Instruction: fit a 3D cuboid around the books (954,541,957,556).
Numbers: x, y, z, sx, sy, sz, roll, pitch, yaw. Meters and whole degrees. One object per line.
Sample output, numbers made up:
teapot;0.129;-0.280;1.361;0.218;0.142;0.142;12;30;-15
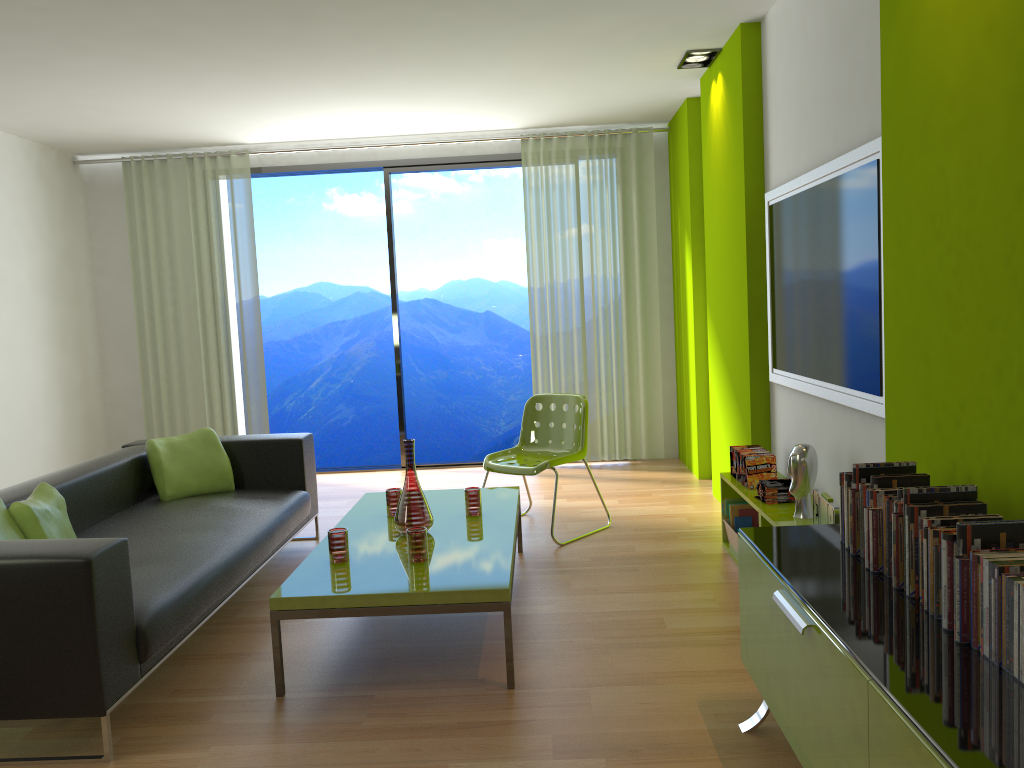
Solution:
books;0.963;0.409;1.770;0.159;0.196;0.016;-3;5;2

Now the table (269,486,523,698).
table;-0.380;0.798;3.815;0.810;0.349;1.682;-3;5;2

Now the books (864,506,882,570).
books;0.975;0.385;2.214;0.185;0.162;0.025;-3;5;2

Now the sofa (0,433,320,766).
sofa;-1.638;0.714;3.860;1.061;0.639;2.583;-3;5;2

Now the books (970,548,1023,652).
books;0.960;0.415;1.693;0.161;0.196;0.038;-3;5;2

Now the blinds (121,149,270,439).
blinds;-2.480;-0.523;7.031;1.012;2.568;0.067;-3;5;2

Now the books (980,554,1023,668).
books;0.951;0.420;1.636;0.140;0.197;0.069;-3;5;2

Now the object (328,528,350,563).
object;-0.661;0.617;3.384;0.076;0.122;0.075;1;6;36

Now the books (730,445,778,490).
books;1.171;0.401;4.295;0.147;0.150;0.370;-3;5;2

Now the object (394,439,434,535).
object;-0.422;0.433;3.739;0.168;0.400;0.168;-4;5;-12

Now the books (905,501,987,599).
books;0.976;0.377;1.997;0.172;0.217;0.031;-3;5;2

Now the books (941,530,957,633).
books;0.958;0.400;1.795;0.170;0.209;0.036;-3;5;2

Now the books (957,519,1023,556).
books;0.961;0.389;1.750;0.161;0.239;0.020;-3;5;2

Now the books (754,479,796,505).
books;1.161;0.470;3.892;0.164;0.078;0.172;-3;5;0

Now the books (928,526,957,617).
books;0.965;0.399;1.878;0.161;0.196;0.030;-3;5;2

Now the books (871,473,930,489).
books;0.996;0.346;2.277;0.144;0.227;0.025;-3;5;2

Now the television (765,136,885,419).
television;1.266;-0.412;3.670;0.028;0.941;1.537;-3;5;2

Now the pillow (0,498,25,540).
pillow;-1.822;0.585;3.060;0.210;0.403;0.457;-4;5;-12

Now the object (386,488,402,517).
object;-0.544;0.548;4.106;0.076;0.122;0.075;1;6;36

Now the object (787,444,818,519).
object;1.174;0.392;3.564;0.107;0.305;0.107;-6;6;-32

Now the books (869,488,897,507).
books;0.986;0.363;2.236;0.163;0.201;0.025;-3;5;2

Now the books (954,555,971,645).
books;0.953;0.422;1.728;0.178;0.177;0.030;-3;5;2

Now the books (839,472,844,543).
books;0.992;0.343;2.461;0.163;0.201;0.025;-3;5;2

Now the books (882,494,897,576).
books;0.985;0.369;2.158;0.163;0.204;0.025;-3;5;2

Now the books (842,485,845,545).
books;0.992;0.361;2.441;0.163;0.171;0.017;-3;5;2

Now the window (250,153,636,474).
window;-0.724;-0.542;7.204;3.336;2.498;0.219;-3;5;2

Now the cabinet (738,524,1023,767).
cabinet;0.880;0.868;1.011;0.547;0.593;3.384;-3;5;2

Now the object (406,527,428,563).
object;-0.356;0.606;3.337;0.076;0.122;0.075;-6;6;-32

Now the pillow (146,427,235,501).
pillow;-1.718;0.432;4.712;0.399;0.362;0.269;-7;6;-39

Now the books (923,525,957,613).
books;0.966;0.400;1.903;0.161;0.191;0.021;-3;5;2

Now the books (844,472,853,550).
books;0.985;0.343;2.392;0.172;0.215;0.030;-3;5;2

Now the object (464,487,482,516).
object;-0.177;0.536;4.038;0.076;0.122;0.075;1;6;36

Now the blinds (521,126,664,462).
blinds;0.634;-0.668;6.929;1.012;2.568;0.067;-3;5;2

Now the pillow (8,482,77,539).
pillow;-1.823;0.566;3.453;0.164;0.317;0.380;-4;5;-14

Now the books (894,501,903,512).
books;0.983;0.376;2.086;0.163;0.204;0.033;-3;5;2

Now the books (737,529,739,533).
books;1.180;0.733;4.280;0.143;0.025;0.182;-3;5;2

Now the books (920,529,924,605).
books;0.980;0.403;1.950;0.163;0.173;0.017;-3;5;2

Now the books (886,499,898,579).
books;0.985;0.374;2.136;0.163;0.198;0.018;-3;5;2

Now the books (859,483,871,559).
books;0.988;0.357;2.307;0.163;0.201;0.032;-3;5;2

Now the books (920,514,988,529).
books;0.986;0.391;1.970;0.151;0.193;0.025;-3;5;2

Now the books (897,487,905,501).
books;0.993;0.360;2.113;0.144;0.229;0.025;-3;5;2

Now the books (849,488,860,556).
books;0.981;0.364;2.336;0.180;0.183;0.025;-3;5;2

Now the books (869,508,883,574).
books;0.976;0.387;2.185;0.185;0.164;0.025;-3;5;2

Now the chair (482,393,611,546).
chair;0.149;0.458;5.058;0.640;0.759;0.546;1;6;40

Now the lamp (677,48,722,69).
lamp;1.061;-1.911;5.047;0.192;0.131;0.352;-3;5;2

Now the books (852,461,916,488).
books;0.988;0.331;2.354;0.163;0.246;0.017;-3;5;2

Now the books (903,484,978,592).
books;0.981;0.358;2.033;0.163;0.248;0.017;-3;5;2

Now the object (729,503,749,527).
object;1.186;0.707;4.501;0.158;0.200;0.040;-3;5;2

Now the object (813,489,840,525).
object;1.137;0.489;3.197;0.047;0.176;0.340;-2;5;7

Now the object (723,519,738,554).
object;1.181;0.764;4.349;0.213;0.129;0.367;-3;5;2

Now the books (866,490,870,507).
books;0.987;0.364;2.258;0.163;0.196;0.018;-3;5;2

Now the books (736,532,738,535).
books;1.183;0.748;4.326;0.143;0.013;0.182;-3;5;2

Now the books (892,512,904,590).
books;0.975;0.388;2.058;0.180;0.185;0.025;-3;5;2

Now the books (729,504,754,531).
books;1.185;0.708;4.477;0.158;0.202;0.051;-3;5;2

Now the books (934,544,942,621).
books;0.965;0.416;1.854;0.161;0.166;0.020;-3;5;2

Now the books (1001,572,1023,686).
books;0.948;0.434;1.546;0.131;0.185;0.112;-3;5;2

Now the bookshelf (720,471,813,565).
bookshelf;1.207;0.708;3.754;0.306;0.378;1.630;-3;5;2

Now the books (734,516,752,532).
books;1.161;0.739;4.444;0.086;0.148;0.025;-3;5;2

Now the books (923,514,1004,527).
books;0.979;0.390;1.927;0.163;0.204;0.025;-3;5;2

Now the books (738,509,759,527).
books;1.196;0.719;4.455;0.105;0.182;0.031;-3;5;2
